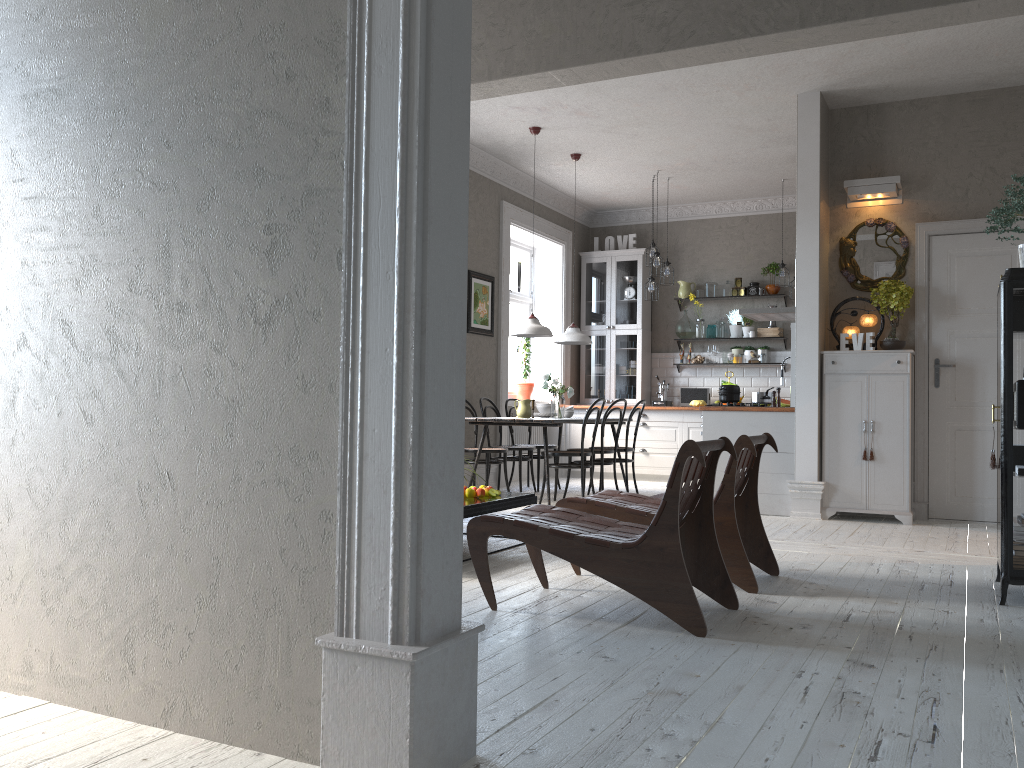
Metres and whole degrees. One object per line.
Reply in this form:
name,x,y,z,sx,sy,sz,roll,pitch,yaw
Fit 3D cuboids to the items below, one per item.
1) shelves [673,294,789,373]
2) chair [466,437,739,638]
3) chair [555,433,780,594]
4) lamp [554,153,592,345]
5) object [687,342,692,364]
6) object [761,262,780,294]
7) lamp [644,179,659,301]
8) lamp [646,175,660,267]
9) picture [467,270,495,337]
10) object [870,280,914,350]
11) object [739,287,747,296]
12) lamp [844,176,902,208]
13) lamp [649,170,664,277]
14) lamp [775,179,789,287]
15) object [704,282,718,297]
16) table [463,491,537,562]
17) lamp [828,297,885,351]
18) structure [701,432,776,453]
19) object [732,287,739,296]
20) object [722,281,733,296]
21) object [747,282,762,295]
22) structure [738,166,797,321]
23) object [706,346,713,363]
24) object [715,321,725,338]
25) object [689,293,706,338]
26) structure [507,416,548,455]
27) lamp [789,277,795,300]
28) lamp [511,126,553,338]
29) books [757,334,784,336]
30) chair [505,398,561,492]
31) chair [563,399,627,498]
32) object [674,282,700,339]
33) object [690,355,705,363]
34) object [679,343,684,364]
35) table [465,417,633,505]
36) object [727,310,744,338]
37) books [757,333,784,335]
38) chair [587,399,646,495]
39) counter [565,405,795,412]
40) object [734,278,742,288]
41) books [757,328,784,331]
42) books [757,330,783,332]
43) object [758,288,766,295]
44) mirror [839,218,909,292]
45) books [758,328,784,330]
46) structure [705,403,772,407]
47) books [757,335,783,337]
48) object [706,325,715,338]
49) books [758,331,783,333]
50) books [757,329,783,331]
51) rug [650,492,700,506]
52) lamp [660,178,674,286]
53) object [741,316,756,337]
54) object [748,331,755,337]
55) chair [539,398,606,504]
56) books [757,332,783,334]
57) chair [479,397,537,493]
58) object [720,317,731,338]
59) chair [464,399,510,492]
shelves,2.577,-0.565,10.468,1.294,0.923,0.232,0,-2,26
chair,0.379,0.572,3.666,1.000,0.721,0.516,0,-2,26
chair,0.780,0.598,4.439,1.000,0.721,0.516,0,-2,26
lamp,0.610,-1.320,8.651,0.372,1.858,0.387,0,-2,34
object,2.145,-0.369,10.667,0.062,0.264,0.052,2,-2,-27
object,3.027,-1.217,10.241,0.246,0.397,0.255,2,-2,-39
lamp,1.512,-1.769,9.550,0.147,1.735,0.146,1,-2,-6
lamp,1.502,-2.113,9.387,0.145,1.735,0.148,1,-2,14
picture,-0.306,-0.797,8.855,0.019,0.619,0.530,0,-2,27
object,2.925,-0.525,6.781,0.347,0.553,0.292,2,-2,-29
object,2.709,-1.076,10.388,0.081,0.113,0.084,0,-2,37
lamp,2.851,-1.515,6.995,0.409,0.171,0.223,0,-2,26
lamp,1.511,-1.987,9.199,0.148,1.735,0.145,1,-2,-16
lamp,2.894,-1.907,9.466,0.149,1.735,0.144,2,-2,-31
object,2.372,-1.111,10.565,0.175,0.184,0.169,2,-2,-24
table,-0.527,0.809,5.080,0.835,0.303,1.332,0,-2,27
lamp,2.713,-0.409,6.970,0.440,0.558,0.175,0,-2,34
structure,1.961,0.541,7.451,0.608,0.623,0.633,0,-2,27
object,2.633,-1.076,10.429,0.081,0.113,0.084,0,-2,27
object,2.575,-1.125,10.573,0.141,0.220,0.138,1,-2,-14
object,2.841,-1.104,10.381,0.139,0.174,0.144,0,-2,27
structure,2.592,-1.430,8.399,0.701,1.596,0.724,0,-2,27
object,2.364,-0.348,10.578,0.081,0.217,0.082,1,-2,13
object,2.457,-0.640,10.461,0.127,0.206,0.122,2,-2,-41
object,2.200,-0.811,10.530,0.189,0.540,0.284,0,-2,19
structure,0.119,0.572,10.045,0.146,0.428,1.243,0,-2,26
lamp,3.069,-1.780,9.529,0.147,1.735,0.146,1,-2,-1
lamp,0.191,-1.347,7.844,0.386,1.858,0.373,2,-2,-26
books,2.996,-0.564,10.271,0.255,0.016,0.161,0,-2,39
chair,0.203,0.606,8.961,0.538,0.920,0.447,0,-2,39
chair,0.766,0.592,8.096,0.538,0.920,0.446,0,-2,34
object,2.067,-0.878,10.647,0.335,0.674,0.336,1,-2,-5
object,2.224,-0.295,10.598,0.176,0.111,0.096,1,-2,3
object,2.059,-0.369,10.727,0.053,0.264,0.061,1,-2,-2
table,0.376,0.684,8.300,0.889,0.735,1.952,0,-2,27
object,2.665,-0.712,10.464,0.239,0.354,0.239,-1,-2,44
books,2.996,-0.574,10.272,0.256,0.016,0.161,0,-2,35
chair,1.009,0.606,8.525,0.540,0.920,0.445,0,-2,24
counter,1.608,0.247,9.105,3.108,0.039,3.448,0,-2,27
object,2.659,-1.188,10.406,0.082,0.113,0.083,1,-2,7
books,2.997,-0.628,10.273,0.256,0.016,0.161,0,-2,35
books,2.996,-0.607,10.272,0.256,0.011,0.161,0,-2,32
object,2.893,-1.068,10.243,0.092,0.096,0.076,0,-2,27
mirror,2.879,-1.033,7.057,0.524,0.593,0.072,0,-2,26
books,2.997,-0.639,10.273,0.256,0.011,0.161,0,-2,32
structure,1.946,0.177,7.476,0.488,0.031,0.616,0,-2,27
books,2.996,-0.553,10.271,0.256,0.011,0.161,0,-2,32
object,2.389,-0.621,10.594,0.124,0.172,0.128,0,-2,30
books,2.996,-0.596,10.272,0.256,0.011,0.160,0,-2,29
books,2.997,-0.618,10.273,0.255,0.016,0.161,0,-2,39
rug,1.603,1.056,8.163,0.724,0.014,1.311,0,-2,27
lamp,1.667,-1.927,9.476,0.145,1.735,0.148,1,-2,14
object,2.759,-0.726,10.360,0.186,0.380,0.168,1,-2,-13
object,2.785,-0.574,10.270,0.064,0.071,0.104,2,-2,-33
chair,0.519,0.576,7.612,0.540,0.920,0.445,0,-2,24
books,2.996,-0.585,10.272,0.256,0.011,0.161,0,-2,32
chair,-0.040,0.591,8.529,0.540,0.920,0.445,0,-2,24
object,2.548,-0.664,10.588,0.129,0.264,0.134,0,-2,32
chair,-0.297,0.575,8.026,0.538,0.920,0.446,0,-2,34
